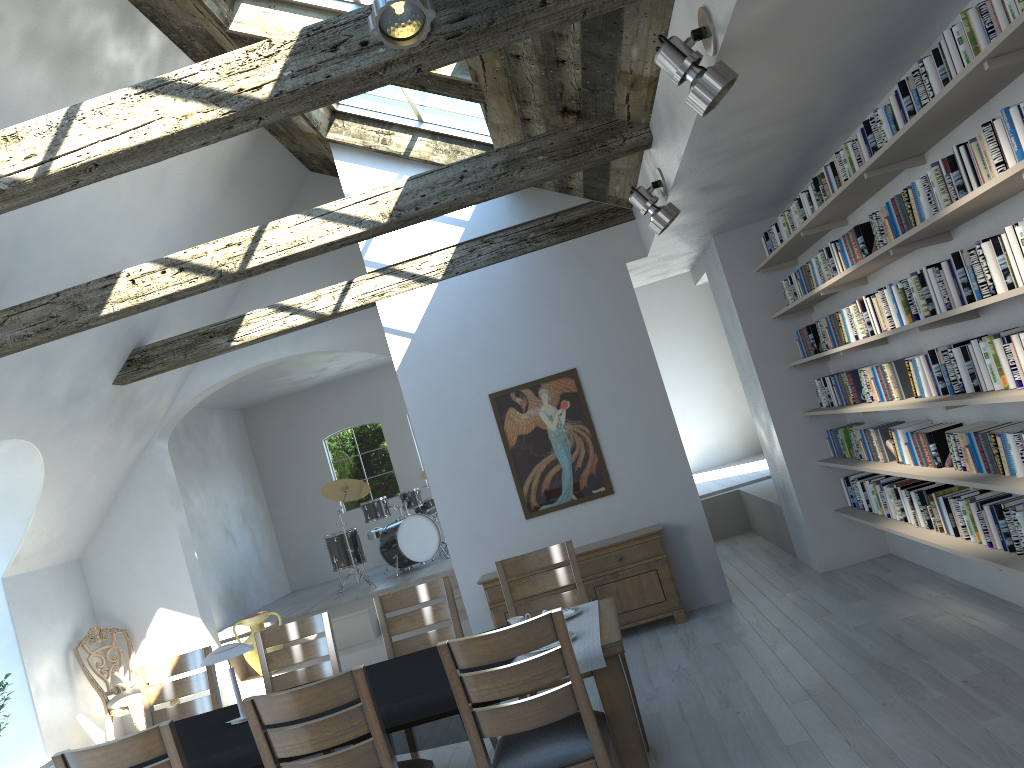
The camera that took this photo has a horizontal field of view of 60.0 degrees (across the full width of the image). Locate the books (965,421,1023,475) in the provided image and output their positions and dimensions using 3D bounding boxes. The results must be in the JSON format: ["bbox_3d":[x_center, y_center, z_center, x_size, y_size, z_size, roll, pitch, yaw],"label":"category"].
[{"bbox_3d":[2.333,0.313,4.254,0.209,0.220,0.278,-17,-4,2],"label":"books"}]

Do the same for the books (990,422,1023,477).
[{"bbox_3d":[2.307,0.298,3.985,0.189,0.228,0.249,-17,-4,4],"label":"books"}]

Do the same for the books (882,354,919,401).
[{"bbox_3d":[2.281,-0.039,5.113,0.189,0.220,0.156,-17,-4,4],"label":"books"}]

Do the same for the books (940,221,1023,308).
[{"bbox_3d":[1.953,-0.560,2.560,0.242,0.237,2.981,-17,-4,4],"label":"books"}]

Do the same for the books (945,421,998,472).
[{"bbox_3d":[2.351,0.325,4.497,0.189,0.228,0.249,-17,-4,4],"label":"books"}]

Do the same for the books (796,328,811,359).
[{"bbox_3d":[2.307,-0.333,6.766,0.209,0.220,0.278,-17,-4,2],"label":"books"}]

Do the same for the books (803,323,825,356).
[{"bbox_3d":[2.279,-0.348,6.456,0.189,0.224,0.345,-17,-4,4],"label":"books"}]

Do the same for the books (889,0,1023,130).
[{"bbox_3d":[1.722,-1.316,2.571,0.242,0.237,2.981,-17,-4,4],"label":"books"}]

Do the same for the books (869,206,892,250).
[{"bbox_3d":[2.008,-0.821,4.624,0.189,0.228,0.249,-17,-4,4],"label":"books"}]

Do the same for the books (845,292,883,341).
[{"bbox_3d":[2.180,-0.416,5.288,0.214,0.237,0.490,-17,-4,4],"label":"books"}]

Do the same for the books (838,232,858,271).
[{"bbox_3d":[2.060,-0.789,5.215,0.209,0.220,0.278,-17,-4,2],"label":"books"}]

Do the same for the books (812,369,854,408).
[{"bbox_3d":[2.407,0.037,6.561,0.214,0.220,0.490,-17,-4,4],"label":"books"}]

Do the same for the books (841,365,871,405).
[{"bbox_3d":[2.345,0.002,5.853,0.189,0.224,0.345,-17,-4,4],"label":"books"}]

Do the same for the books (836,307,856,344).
[{"bbox_3d":[2.211,-0.392,5.663,0.189,0.228,0.249,-17,-4,4],"label":"books"}]

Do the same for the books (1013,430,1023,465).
[{"bbox_3d":[2.277,0.274,3.611,0.214,0.237,0.490,-17,-4,4],"label":"books"}]

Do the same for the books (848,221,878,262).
[{"bbox_3d":[2.032,-0.803,4.905,0.189,0.224,0.345,-17,-4,4],"label":"books"}]

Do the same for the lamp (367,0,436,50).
[{"bbox_3d":[-0.395,-1.325,3.110,0.233,0.323,0.343,-17,-4,4],"label":"lamp"}]

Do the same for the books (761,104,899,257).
[{"bbox_3d":[1.973,-1.161,5.544,0.242,0.237,2.981,-17,-4,4],"label":"books"}]

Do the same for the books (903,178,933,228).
[{"bbox_3d":[1.964,-0.847,4.111,0.189,0.228,0.249,-17,-4,4],"label":"books"}]

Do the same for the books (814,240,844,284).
[{"bbox_3d":[2.090,-0.778,5.599,0.214,0.237,0.490,-17,-4,4],"label":"books"}]

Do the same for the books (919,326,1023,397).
[{"bbox_3d":[2.117,-0.154,3.129,0.242,0.237,2.981,-17,-4,4],"label":"books"}]

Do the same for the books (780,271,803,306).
[{"bbox_3d":[2.179,-0.718,6.627,0.214,0.220,0.490,-17,-4,4],"label":"books"}]

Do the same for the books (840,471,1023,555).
[{"bbox_3d":[2.542,0.724,5.389,0.242,0.237,2.981,-17,-4,4],"label":"books"}]

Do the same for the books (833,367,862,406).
[{"bbox_3d":[2.373,0.017,6.163,0.209,0.220,0.278,-17,-4,2],"label":"books"}]

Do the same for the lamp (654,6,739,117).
[{"bbox_3d":[0.687,-1.193,3.316,0.265,0.386,0.235,-19,-5,25],"label":"lamp"}]

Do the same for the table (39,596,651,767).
[{"bbox_3d":[-0.883,1.854,4.105,3.078,0.737,0.939,-17,-4,4],"label":"table"}]

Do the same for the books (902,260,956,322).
[{"bbox_3d":[2.100,-0.469,4.295,0.242,0.237,0.494,-17,-4,4],"label":"books"}]

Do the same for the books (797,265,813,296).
[{"bbox_3d":[2.146,-0.739,6.242,0.209,0.220,0.278,-17,-4,2],"label":"books"}]

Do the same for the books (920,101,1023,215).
[{"bbox_3d":[1.895,-0.899,3.239,0.242,0.237,1.489,-17,-4,4],"label":"books"}]

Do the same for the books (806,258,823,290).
[{"bbox_3d":[2.121,-0.753,5.973,0.189,0.228,0.249,-17,-4,4],"label":"books"}]

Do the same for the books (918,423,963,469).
[{"bbox_3d":[2.375,0.342,4.778,0.189,0.224,0.345,-17,-4,4],"label":"books"}]

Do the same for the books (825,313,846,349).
[{"bbox_3d":[2.236,-0.377,5.932,0.209,0.220,0.278,-17,-4,2],"label":"books"}]

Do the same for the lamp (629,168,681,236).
[{"bbox_3d":[0.858,-1.087,5.339,0.265,0.386,0.235,-19,-5,25],"label":"lamp"}]

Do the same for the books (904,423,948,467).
[{"bbox_3d":[2.403,0.357,5.088,0.209,0.220,0.278,-17,-4,2],"label":"books"}]

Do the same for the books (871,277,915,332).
[{"bbox_3d":[2.142,-0.444,4.790,0.242,0.237,0.494,-17,-4,4],"label":"books"}]

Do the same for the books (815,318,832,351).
[{"bbox_3d":[2.254,-0.365,6.175,0.189,0.228,0.249,-17,-4,4],"label":"books"}]

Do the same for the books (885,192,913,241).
[{"bbox_3d":[1.989,-0.833,4.380,0.209,0.220,0.278,-17,-4,2],"label":"books"}]
